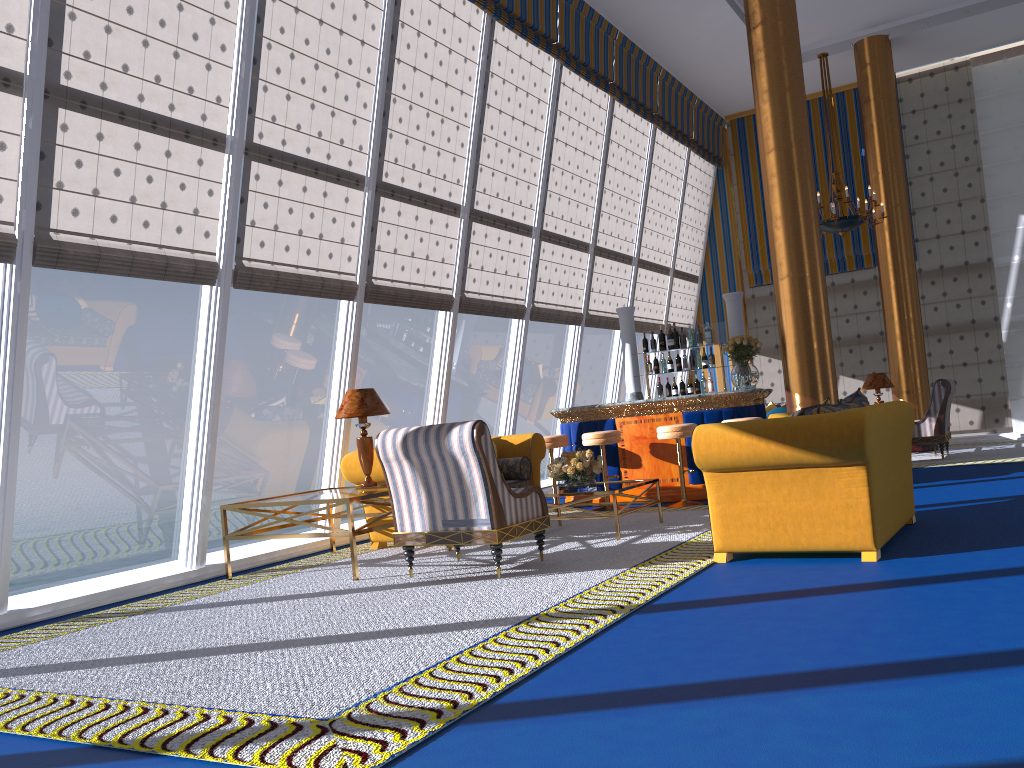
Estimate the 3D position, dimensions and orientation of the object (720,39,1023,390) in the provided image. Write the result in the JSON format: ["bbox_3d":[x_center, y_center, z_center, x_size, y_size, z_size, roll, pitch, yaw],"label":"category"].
[{"bbox_3d":[2.065,-7.161,7.171,62.670,33.587,63.907,-7,-3,36],"label":"object"}]

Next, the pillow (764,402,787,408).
[{"bbox_3d":[3.974,0.550,13.536,0.595,0.672,0.358,-7,-3,38],"label":"pillow"}]

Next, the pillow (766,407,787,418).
[{"bbox_3d":[3.969,0.525,13.081,0.462,0.367,0.389,-5,-2,-10],"label":"pillow"}]

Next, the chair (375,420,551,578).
[{"bbox_3d":[-0.307,0.732,5.763,0.787,0.966,0.791,-7,-3,30],"label":"chair"}]

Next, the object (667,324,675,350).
[{"bbox_3d":[1.834,-0.548,10.256,0.084,0.302,0.086,-6,-2,24],"label":"object"}]

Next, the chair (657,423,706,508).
[{"bbox_3d":[1.630,0.780,8.572,0.400,0.781,0.397,-5,-2,-11],"label":"chair"}]

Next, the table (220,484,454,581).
[{"bbox_3d":[-1.299,1.095,6.708,1.227,0.549,1.162,-7,-3,30],"label":"table"}]

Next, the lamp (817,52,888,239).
[{"bbox_3d":[4.144,-3.067,11.452,1.057,2.420,1.062,-6,-2,7],"label":"lamp"}]

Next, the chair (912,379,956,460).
[{"bbox_3d":[5.083,0.448,10.995,0.777,0.966,0.801,-7,-3,30],"label":"chair"}]

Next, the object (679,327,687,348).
[{"bbox_3d":[1.966,-0.534,10.212,0.076,0.247,0.076,-5,-2,-6],"label":"object"}]

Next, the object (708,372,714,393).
[{"bbox_3d":[2.275,-0.012,10.145,0.061,0.257,0.062,-7,-2,30],"label":"object"}]

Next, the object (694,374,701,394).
[{"bbox_3d":[2.128,0.010,10.180,0.065,0.244,0.066,-6,-2,11],"label":"object"}]

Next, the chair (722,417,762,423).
[{"bbox_3d":[2.252,0.718,8.540,0.398,0.781,0.398,-6,-2,0],"label":"chair"}]

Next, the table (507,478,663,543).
[{"bbox_3d":[0.593,1.025,7.224,0.966,0.369,0.915,-7,-3,30],"label":"table"}]

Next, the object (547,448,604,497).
[{"bbox_3d":[0.515,0.692,7.143,0.453,0.388,0.506,-6,-2,11],"label":"object"}]

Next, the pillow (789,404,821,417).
[{"bbox_3d":[1.723,0.371,5.491,0.324,0.455,0.526,-7,-3,29],"label":"pillow"}]

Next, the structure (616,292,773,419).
[{"bbox_3d":[1.876,0.136,10.420,2.296,2.195,0.775,-6,-2,21],"label":"structure"}]

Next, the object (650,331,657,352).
[{"bbox_3d":[1.659,-0.498,10.423,0.072,0.246,0.072,-5,-2,-11],"label":"object"}]

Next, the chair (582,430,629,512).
[{"bbox_3d":[0.928,0.862,8.861,0.401,0.781,0.395,-5,-2,-22],"label":"chair"}]

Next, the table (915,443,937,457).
[{"bbox_3d":[5.213,0.793,11.952,0.966,0.369,0.915,-7,-3,30],"label":"table"}]

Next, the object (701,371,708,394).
[{"bbox_3d":[2.203,-0.009,10.174,0.069,0.269,0.068,-5,-2,-10],"label":"object"}]

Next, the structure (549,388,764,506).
[{"bbox_3d":[1.538,0.689,9.379,2.297,1.064,0.774,-6,-2,19],"label":"structure"}]

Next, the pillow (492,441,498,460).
[{"bbox_3d":[-0.294,0.638,8.168,0.582,0.583,0.326,-4,-3,-40],"label":"pillow"}]

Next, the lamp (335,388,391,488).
[{"bbox_3d":[-1.183,0.434,7.120,0.442,0.783,0.451,-8,-3,45],"label":"lamp"}]

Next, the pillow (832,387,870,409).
[{"bbox_3d":[2.195,0.371,5.921,0.351,0.672,0.607,-7,-3,38],"label":"pillow"}]

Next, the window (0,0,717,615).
[{"bbox_3d":[-0.550,-1.533,9.121,1.605,5.853,15.605,-7,-3,30],"label":"window"}]

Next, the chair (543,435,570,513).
[{"bbox_3d":[0.428,0.930,9.259,0.401,0.781,0.395,-5,-2,-22],"label":"chair"}]

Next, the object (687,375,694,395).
[{"bbox_3d":[2.047,0.015,10.202,0.068,0.243,0.069,-6,-2,11],"label":"object"}]

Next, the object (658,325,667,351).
[{"bbox_3d":[1.744,-0.537,10.308,0.080,0.302,0.082,-7,-2,35],"label":"object"}]

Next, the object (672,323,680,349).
[{"bbox_3d":[1.889,-0.555,10.254,0.082,0.302,0.080,-4,-3,-43],"label":"object"}]

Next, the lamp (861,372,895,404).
[{"bbox_3d":[5.065,0.243,12.234,0.444,0.783,0.449,-6,-2,15],"label":"lamp"}]

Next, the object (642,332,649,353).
[{"bbox_3d":[1.566,-0.488,10.426,0.065,0.244,0.066,-7,-2,34],"label":"object"}]

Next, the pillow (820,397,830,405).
[{"bbox_3d":[2.033,0.343,5.957,0.230,0.491,0.617,-7,-3,35],"label":"pillow"}]

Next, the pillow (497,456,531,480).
[{"bbox_3d":[-0.029,0.789,8.238,0.369,0.219,0.217,-7,-3,29],"label":"pillow"}]

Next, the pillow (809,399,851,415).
[{"bbox_3d":[1.904,0.407,5.400,0.336,0.609,0.620,-7,-3,35],"label":"pillow"}]

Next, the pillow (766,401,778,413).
[{"bbox_3d":[3.931,0.501,13.378,0.605,0.491,0.234,-7,-3,35],"label":"pillow"}]
